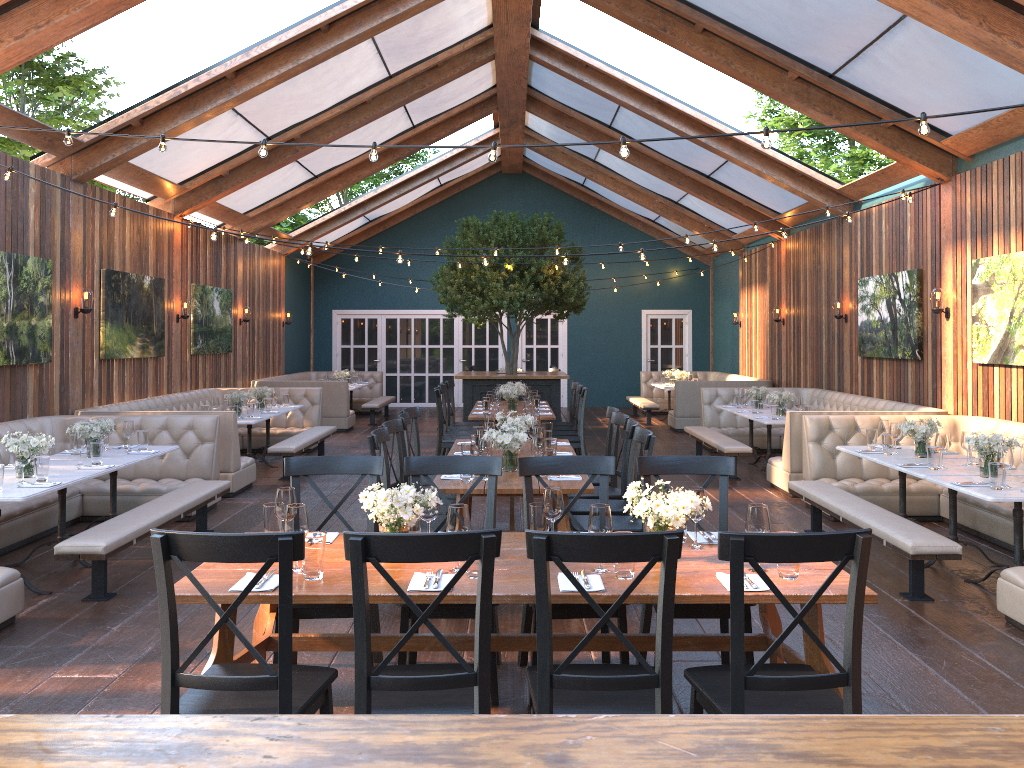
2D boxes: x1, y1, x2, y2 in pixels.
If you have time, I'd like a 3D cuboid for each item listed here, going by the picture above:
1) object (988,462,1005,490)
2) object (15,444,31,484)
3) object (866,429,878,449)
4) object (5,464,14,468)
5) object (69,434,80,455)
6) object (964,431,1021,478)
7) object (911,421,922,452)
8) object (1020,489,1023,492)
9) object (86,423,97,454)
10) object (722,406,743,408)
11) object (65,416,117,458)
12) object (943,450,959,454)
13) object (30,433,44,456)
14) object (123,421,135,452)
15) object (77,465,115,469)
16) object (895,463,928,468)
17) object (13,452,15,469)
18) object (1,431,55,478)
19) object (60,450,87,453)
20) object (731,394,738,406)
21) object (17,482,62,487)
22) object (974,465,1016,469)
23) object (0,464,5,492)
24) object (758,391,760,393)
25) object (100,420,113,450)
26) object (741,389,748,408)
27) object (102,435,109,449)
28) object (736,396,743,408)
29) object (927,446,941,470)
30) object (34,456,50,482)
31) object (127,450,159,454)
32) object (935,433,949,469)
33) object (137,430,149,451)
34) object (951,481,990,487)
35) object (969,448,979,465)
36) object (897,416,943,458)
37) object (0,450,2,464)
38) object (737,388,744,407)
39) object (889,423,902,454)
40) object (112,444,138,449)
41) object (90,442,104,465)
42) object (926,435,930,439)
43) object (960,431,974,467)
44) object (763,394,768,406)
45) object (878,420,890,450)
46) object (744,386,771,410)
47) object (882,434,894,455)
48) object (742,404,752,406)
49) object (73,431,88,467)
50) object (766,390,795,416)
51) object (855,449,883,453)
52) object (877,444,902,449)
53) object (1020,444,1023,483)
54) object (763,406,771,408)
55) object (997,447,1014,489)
[{"bbox_3d":[2.950,0.561,5.383,0.092,0.158,0.092,0,0,-14],"label":"object"},{"bbox_3d":[-3.104,0.506,5.615,0.092,0.245,0.092,0,0,42],"label":"object"},{"bbox_3d":[2.990,0.456,7.347,0.092,0.158,0.092,0,0,-14],"label":"object"},{"bbox_3d":[-3.484,0.580,6.337,0.255,0.019,0.157,0,3,0],"label":"object"},{"bbox_3d":[-3.427,0.477,6.953,0.092,0.158,0.092,0,0,-14],"label":"object"},{"bbox_3d":[3.166,0.460,5.865,0.329,0.310,0.336,-1,1,-26],"label":"object"},{"bbox_3d":[3.277,0.423,7.166,0.092,0.245,0.092,0,0,-42],"label":"object"},{"bbox_3d":[3.133,0.638,5.246,0.157,0.019,0.255,0,3,0],"label":"object"},{"bbox_3d":[-3.339,0.431,7.018,0.092,0.245,0.092,0,0,-42],"label":"object"},{"bbox_3d":[2.901,0.297,11.636,0.255,0.019,0.157,0,3,0],"label":"object"},{"bbox_3d":[-3.230,0.409,6.818,0.329,0.310,0.336,1,1,22],"label":"object"},{"bbox_3d":[3.414,0.541,7.070,0.255,0.019,0.157,0,3,0],"label":"object"},{"bbox_3d":[-3.347,0.472,6.245,0.092,0.245,0.092,0,0,42],"label":"object"},{"bbox_3d":[-3.104,0.423,7.166,0.092,0.245,0.092,0,0,-42],"label":"object"},{"bbox_3d":[-2.967,0.584,6.269,0.255,0.019,0.157,0,3,0],"label":"object"},{"bbox_3d":[2.897,0.580,6.337,0.255,0.019,0.157,0,3,0],"label":"object"},{"bbox_3d":[-3.435,0.519,6.179,0.092,0.158,0.092,0,0,-14],"label":"object"},{"bbox_3d":[-3.210,0.460,5.865,0.329,0.310,0.336,-1,1,-26],"label":"object"},{"bbox_3d":[-3.476,0.539,7.111,0.255,0.019,0.157,0,3,0],"label":"object"},{"bbox_3d":[2.986,0.215,11.872,0.092,0.158,0.092,0,0,-14],"label":"object"},{"bbox_3d":[-2.967,0.624,5.519,0.255,0.019,0.157,0,3,0],"label":"object"},{"bbox_3d":[3.414,0.584,6.269,0.255,0.019,0.157,0,3,0],"label":"object"},{"bbox_3d":[-3.090,0.566,5.296,0.092,0.158,0.092,0,0,-14],"label":"object"},{"bbox_3d":[3.273,0.182,11.691,0.092,0.245,0.092,0,0,-42],"label":"object"},{"bbox_3d":[-3.326,0.418,7.260,0.092,0.245,0.092,0,0,-42],"label":"object"},{"bbox_3d":[3.038,0.189,11.543,0.092,0.245,0.092,0,0,-42],"label":"object"},{"bbox_3d":[-3.392,0.456,7.347,0.092,0.158,0.092,0,0,-14],"label":"object"},{"bbox_3d":[2.950,0.236,11.478,0.092,0.158,0.092,0,0,-14],"label":"object"},{"bbox_3d":[2.946,0.519,6.179,0.092,0.158,0.092,0,0,-14],"label":"object"},{"bbox_3d":[-3.016,0.545,5.679,0.092,0.158,0.092,0,0,-14],"label":"object"},{"bbox_3d":[-2.967,0.541,7.070,0.255,0.019,0.157,0,3,0],"label":"object"},{"bbox_3d":[3.034,0.472,6.245,0.092,0.245,0.092,0,0,42],"label":"object"},{"bbox_3d":[-3.016,0.463,7.230,0.092,0.158,0.092,0,0,-14],"label":"object"},{"bbox_3d":[2.901,0.623,5.541,0.255,0.019,0.157,0,3,0],"label":"object"},{"bbox_3d":[3.365,0.505,6.430,0.092,0.158,0.092,0,0,-14],"label":"object"},{"bbox_3d":[3.146,0.409,6.818,0.329,0.310,0.336,1,1,22],"label":"object"},{"bbox_3d":[-3.155,0.518,5.384,0.092,0.245,0.092,0,0,42],"label":"object"},{"bbox_3d":[3.051,0.177,11.785,0.092,0.245,0.092,0,0,-42],"label":"object"},{"bbox_3d":[3.042,0.431,7.018,0.092,0.245,0.092,0,0,-42],"label":"object"},{"bbox_3d":[-3.232,0.523,7.395,0.157,0.019,0.255,0,3,0],"label":"object"},{"bbox_3d":[-3.016,0.505,6.430,0.092,0.158,0.092,0,0,-14],"label":"object"},{"bbox_3d":[3.365,0.463,7.230,0.092,0.158,0.092,0,0,-14],"label":"object"},{"bbox_3d":[3.277,0.466,6.365,0.092,0.245,0.092,0,0,42],"label":"object"},{"bbox_3d":[3.361,0.221,11.755,0.092,0.158,0.092,0,0,-14],"label":"object"},{"bbox_3d":[3.055,0.418,7.260,0.092,0.245,0.092,0,0,-42],"label":"object"},{"bbox_3d":[3.156,0.168,11.345,0.336,0.310,0.329,0,1,12],"label":"object"},{"bbox_3d":[2.954,0.477,6.953,0.092,0.158,0.092,0,0,-14],"label":"object"},{"bbox_3d":[3.145,0.282,11.920,0.157,0.019,0.255,0,3,0],"label":"object"},{"bbox_3d":[-3.104,0.466,6.365,0.092,0.245,0.092,0,0,42],"label":"object"},{"bbox_3d":[3.157,0.219,10.385,0.336,0.310,0.329,0,1,17],"label":"object"},{"bbox_3d":[2.905,0.539,7.111,0.255,0.019,0.157,0,3,0],"label":"object"},{"bbox_3d":[3.149,0.523,7.395,0.157,0.019,0.255,0,3,0],"label":"object"},{"bbox_3d":[3.277,0.506,5.615,0.092,0.245,0.092,0,0,42],"label":"object"},{"bbox_3d":[3.410,0.299,11.595,0.255,0.019,0.157,0,3,0],"label":"object"},{"bbox_3d":[3.037,0.515,5.448,0.092,0.245,0.092,0,0,42],"label":"object"}]
